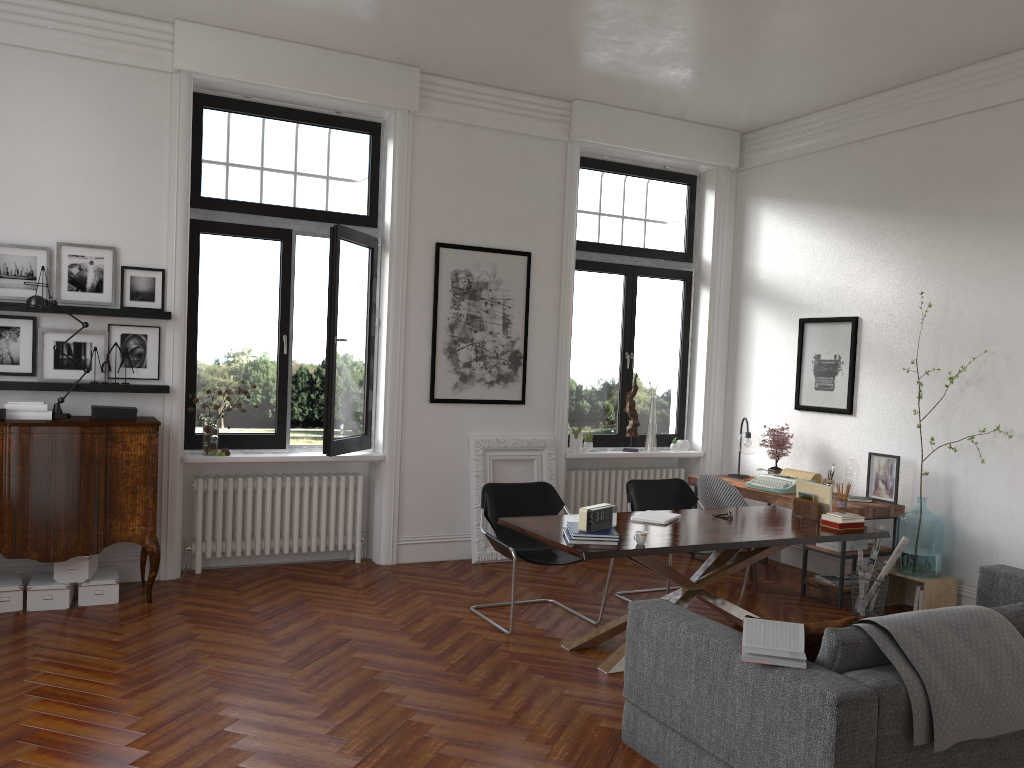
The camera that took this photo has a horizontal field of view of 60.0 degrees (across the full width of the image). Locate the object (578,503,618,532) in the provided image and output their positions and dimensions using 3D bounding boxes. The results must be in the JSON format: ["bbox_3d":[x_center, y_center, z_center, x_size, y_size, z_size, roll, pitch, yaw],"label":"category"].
[{"bbox_3d":[0.474,0.732,4.857,0.082,0.126,0.275,4,2,37],"label":"object"}]

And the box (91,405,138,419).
[{"bbox_3d":[-2.716,0.195,6.053,0.282,0.086,0.208,2,2,-27],"label":"box"}]

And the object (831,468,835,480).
[{"bbox_3d":[2.607,0.785,7.235,0.008,0.207,0.054,0,4,-44],"label":"object"}]

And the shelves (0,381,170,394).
[{"bbox_3d":[-3.137,0.017,6.014,1.515,0.055,0.155,2,2,-27],"label":"shelves"}]

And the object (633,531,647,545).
[{"bbox_3d":[0.690,0.832,4.794,0.082,0.065,0.064,2,2,-6],"label":"object"}]

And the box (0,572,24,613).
[{"bbox_3d":[-3.283,1.352,5.721,0.209,0.177,0.394,1,2,-32],"label":"box"}]

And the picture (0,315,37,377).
[{"bbox_3d":[-3.399,-0.259,5.939,0.373,0.407,0.020,1,3,-27],"label":"picture"}]

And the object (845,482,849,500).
[{"bbox_3d":[2.122,0.714,5.637,0.008,0.193,0.049,2,3,-3],"label":"object"}]

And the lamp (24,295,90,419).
[{"bbox_3d":[-3.001,-0.170,5.871,0.174,0.803,0.491,4,3,28],"label":"lamp"}]

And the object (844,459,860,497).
[{"bbox_3d":[2.700,0.749,7.034,0.111,0.302,0.111,3,3,10],"label":"object"}]

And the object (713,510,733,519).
[{"bbox_3d":[1.388,0.847,5.787,0.132,0.047,0.114,3,2,26],"label":"object"}]

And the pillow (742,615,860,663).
[{"bbox_3d":[1.163,1.101,3.602,0.469,0.397,0.330,3,2,10],"label":"pillow"}]

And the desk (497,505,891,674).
[{"bbox_3d":[1.115,1.242,5.475,2.226,0.752,1.029,2,2,-27],"label":"desk"}]

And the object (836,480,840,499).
[{"bbox_3d":[2.093,0.712,5.680,0.049,0.193,0.008,4,3,32],"label":"object"}]

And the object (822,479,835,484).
[{"bbox_3d":[2.583,0.834,7.240,0.058,0.113,0.075,1,3,-27],"label":"object"}]

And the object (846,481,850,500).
[{"bbox_3d":[2.135,0.713,5.644,0.008,0.195,0.036,2,3,-14],"label":"object"}]

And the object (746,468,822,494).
[{"bbox_3d":[2.222,0.792,7.365,0.484,0.149,0.534,2,2,-28],"label":"object"}]

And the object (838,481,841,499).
[{"bbox_3d":[2.093,0.712,5.653,0.049,0.193,0.008,1,3,-23],"label":"object"}]

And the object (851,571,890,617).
[{"bbox_3d":[2.569,1.527,6.386,0.260,0.305,0.261,4,2,28],"label":"object"}]

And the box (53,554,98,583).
[{"bbox_3d":[-2.898,1.189,5.903,0.209,0.177,0.394,2,2,-17],"label":"box"}]

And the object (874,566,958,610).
[{"bbox_3d":[2.934,1.533,6.462,0.341,0.317,0.434,1,2,-27],"label":"object"}]

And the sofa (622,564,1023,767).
[{"bbox_3d":[1.961,1.320,4.094,2.645,0.829,1.260,2,2,-27],"label":"sofa"}]

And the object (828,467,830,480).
[{"bbox_3d":[2.587,0.784,7.256,0.008,0.207,0.054,4,3,28],"label":"object"}]

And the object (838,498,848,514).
[{"bbox_3d":[2.115,0.779,5.668,0.058,0.091,0.058,1,3,-40],"label":"object"}]

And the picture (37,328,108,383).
[{"bbox_3d":[-3.032,-0.191,6.129,0.434,0.365,0.020,1,3,-27],"label":"picture"}]

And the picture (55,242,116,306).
[{"bbox_3d":[-2.947,-0.759,6.133,0.369,0.409,0.020,1,3,-27],"label":"picture"}]

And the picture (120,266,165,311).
[{"bbox_3d":[-2.624,-0.675,6.301,0.289,0.304,0.020,1,3,-27],"label":"picture"}]

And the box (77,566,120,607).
[{"bbox_3d":[-2.788,1.367,5.971,0.245,0.177,0.394,2,2,-27],"label":"box"}]

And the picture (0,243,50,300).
[{"bbox_3d":[-3.331,-0.749,5.940,0.415,0.368,0.020,1,3,-27],"label":"picture"}]

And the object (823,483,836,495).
[{"bbox_3d":[2.520,0.841,7.047,0.093,0.102,0.093,1,3,-35],"label":"object"}]

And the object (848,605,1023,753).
[{"bbox_3d":[1.654,1.085,3.379,0.752,0.388,0.399,2,2,-27],"label":"object"}]

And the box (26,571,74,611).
[{"bbox_3d":[-3.021,1.361,5.819,0.245,0.177,0.394,2,2,-22],"label":"box"}]

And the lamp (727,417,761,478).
[{"bbox_3d":[2.078,0.575,7.940,0.207,0.550,0.441,2,2,-3],"label":"lamp"}]

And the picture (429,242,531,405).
[{"bbox_3d":[-0.258,-0.492,7.517,0.883,1.325,0.035,1,3,-27],"label":"picture"}]

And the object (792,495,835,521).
[{"bbox_3d":[2.008,0.809,5.912,0.150,0.166,0.228,1,2,-27],"label":"object"}]

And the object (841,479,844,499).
[{"bbox_3d":[2.119,0.710,5.692,0.008,0.195,0.032,3,3,17],"label":"object"}]

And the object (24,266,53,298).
[{"bbox_3d":[-3.181,-0.664,5.956,0.174,0.260,0.040,1,3,-27],"label":"object"}]

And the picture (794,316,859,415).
[{"bbox_3d":[2.692,-0.164,7.608,0.050,0.817,0.633,1,3,-27],"label":"picture"}]

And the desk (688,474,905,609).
[{"bbox_3d":[2.266,1.252,7.378,0.647,0.758,1.796,1,2,-27],"label":"desk"}]

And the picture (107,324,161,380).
[{"bbox_3d":[-2.687,-0.225,6.302,0.343,0.385,0.020,1,3,-27],"label":"picture"}]

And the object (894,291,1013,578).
[{"bbox_3d":[3.127,0.360,6.289,0.807,2.060,0.353,5,4,44],"label":"object"}]

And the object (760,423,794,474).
[{"bbox_3d":[2.315,0.598,7.776,0.290,0.529,0.308,3,2,18],"label":"object"}]

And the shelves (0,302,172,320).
[{"bbox_3d":[-3.115,-0.506,5.989,1.515,0.055,0.158,2,2,-27],"label":"shelves"}]

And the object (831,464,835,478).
[{"bbox_3d":[2.613,0.769,7.247,0.028,0.239,0.023,1,3,-30],"label":"object"}]

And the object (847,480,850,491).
[{"bbox_3d":[2.142,0.712,5.678,0.038,0.195,0.008,2,3,-1],"label":"object"}]

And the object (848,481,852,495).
[{"bbox_3d":[2.145,0.713,5.667,0.044,0.194,0.008,3,3,3],"label":"object"}]

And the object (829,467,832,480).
[{"bbox_3d":[2.600,0.785,7.258,0.054,0.207,0.008,0,3,-40],"label":"object"}]

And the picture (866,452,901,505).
[{"bbox_3d":[2.864,0.725,6.848,0.023,0.370,0.282,1,3,-27],"label":"picture"}]
